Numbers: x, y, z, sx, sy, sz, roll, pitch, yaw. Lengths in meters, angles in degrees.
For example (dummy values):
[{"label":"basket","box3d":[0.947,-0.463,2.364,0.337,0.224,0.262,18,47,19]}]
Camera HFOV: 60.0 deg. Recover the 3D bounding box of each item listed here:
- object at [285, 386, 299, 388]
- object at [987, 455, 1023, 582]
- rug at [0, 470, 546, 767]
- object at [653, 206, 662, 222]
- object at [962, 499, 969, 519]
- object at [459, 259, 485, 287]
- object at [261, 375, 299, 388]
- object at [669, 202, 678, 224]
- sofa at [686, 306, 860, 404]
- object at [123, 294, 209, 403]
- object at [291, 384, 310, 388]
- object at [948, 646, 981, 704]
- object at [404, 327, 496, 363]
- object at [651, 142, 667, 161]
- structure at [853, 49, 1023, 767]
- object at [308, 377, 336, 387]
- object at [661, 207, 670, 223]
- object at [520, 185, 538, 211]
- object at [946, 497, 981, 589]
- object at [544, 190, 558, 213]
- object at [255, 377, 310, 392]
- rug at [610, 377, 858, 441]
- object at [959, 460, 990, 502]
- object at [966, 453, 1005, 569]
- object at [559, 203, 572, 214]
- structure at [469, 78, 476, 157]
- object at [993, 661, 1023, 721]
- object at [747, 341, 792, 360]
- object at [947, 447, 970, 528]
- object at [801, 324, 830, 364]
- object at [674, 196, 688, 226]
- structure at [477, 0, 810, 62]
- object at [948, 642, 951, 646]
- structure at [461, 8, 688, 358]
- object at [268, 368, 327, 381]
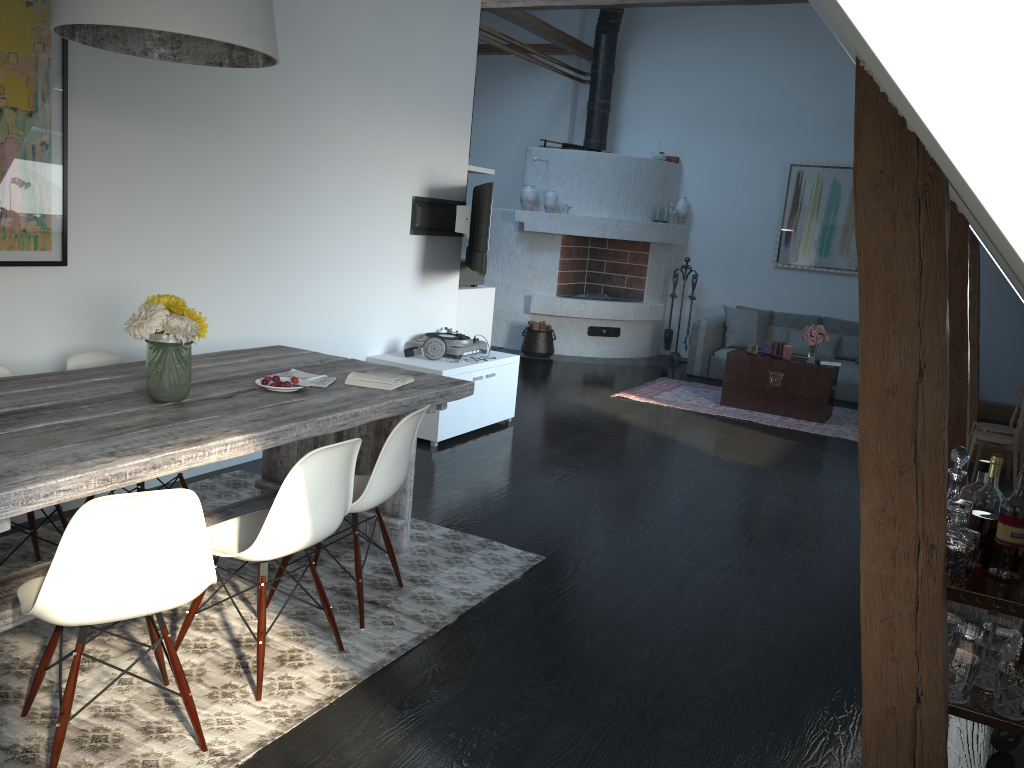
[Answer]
[{"label":"object","box3d":[-0.868,0.003,3.407,0.110,0.011,0.058,12,12,30]},{"label":"object","box3d":[1.293,0.340,2.276,0.080,0.329,0.080,9,11,18]},{"label":"rug","box3d":[-1.299,0.793,3.293,1.898,0.022,2.677,11,12,27]},{"label":"object","box3d":[1.680,-1.960,10.249,0.092,0.180,0.092,-2,13,-34]},{"label":"object","box3d":[1.340,0.408,2.578,0.151,0.092,0.245,-2,13,-33]},{"label":"object","box3d":[-0.521,-0.905,7.164,0.435,0.211,0.496,11,12,26]},{"label":"object","box3d":[-0.899,-0.008,3.409,0.132,0.034,0.144,5,11,-1]},{"label":"object","box3d":[1.902,-2.019,10.465,0.150,0.258,0.081,-1,12,-29]},{"label":"sofa","box3d":[3.232,-0.336,9.487,2.458,0.770,1.107,11,12,27]},{"label":"object","box3d":[-1.175,-0.124,3.021,0.233,0.365,0.293,5,11,-2]},{"label":"object","box3d":[-0.831,0.003,3.393,0.194,0.022,0.019,15,14,42]},{"label":"object","box3d":[1.137,0.748,2.271,0.095,0.119,0.095,3,11,-11]},{"label":"object","box3d":[-0.430,-0.279,6.277,0.558,0.162,0.742,10,12,24]},{"label":"object","box3d":[1.733,-2.736,10.423,0.231,0.221,0.066,-1,13,-32]},{"label":"structure","box3d":[1.878,0.119,3.231,1.023,1.963,12.350,11,12,27]},{"label":"object","box3d":[-0.816,-0.017,3.582,0.182,0.014,0.185,5,11,1]},{"label":"object","box3d":[1.793,-1.971,10.364,0.092,0.180,0.092,-3,14,-39]},{"label":"object","box3d":[0.188,-2.090,10.032,0.203,0.314,0.203,7,11,11]},{"label":"object","box3d":[1.099,0.393,2.213,0.101,0.211,0.101,15,14,41]},{"label":"object","box3d":[0.430,-2.032,9.948,0.158,0.274,0.158,1,12,-23]},{"label":"object","box3d":[-0.883,0.005,3.414,0.205,0.024,0.205,9,11,19]},{"label":"rug","box3d":[2.378,0.231,8.087,2.647,0.029,1.512,11,12,27]},{"label":"object","box3d":[1.425,0.334,2.702,0.087,0.206,0.087,-3,13,-37]},{"label":"object","box3d":[1.265,0.335,2.361,0.081,0.307,0.081,12,13,32]},{"label":"object","box3d":[0.609,-1.966,9.935,0.161,0.114,0.064,11,12,29]},{"label":"structure","box3d":[-1.587,-2.544,12.100,1.897,3.267,0.781,11,12,27]},{"label":"object","box3d":[1.252,0.769,2.215,0.095,0.119,0.095,3,11,-11]},{"label":"object","box3d":[2.359,-0.321,8.037,0.413,0.138,0.215,14,14,38]},{"label":"object","box3d":[1.229,0.316,2.474,0.114,0.292,0.114,5,11,-1]},{"label":"object","box3d":[2.665,-0.364,7.830,0.234,0.351,0.235,3,11,-13]},{"label":"object","box3d":[2.025,-2.055,10.600,0.165,0.368,0.165,5,11,-1]},{"label":"structure","box3d":[-1.540,-3.658,6.457,10.230,3.562,15.910,12,13,32]},{"label":"object","box3d":[1.120,0.736,2.380,0.092,0.099,0.092,6,11,5]},{"label":"structure","box3d":[0.802,-2.876,11.173,3.058,4.752,3.049,13,13,35]},{"label":"object","box3d":[-0.882,-0.034,3.633,0.182,0.016,0.179,10,11,21]}]
